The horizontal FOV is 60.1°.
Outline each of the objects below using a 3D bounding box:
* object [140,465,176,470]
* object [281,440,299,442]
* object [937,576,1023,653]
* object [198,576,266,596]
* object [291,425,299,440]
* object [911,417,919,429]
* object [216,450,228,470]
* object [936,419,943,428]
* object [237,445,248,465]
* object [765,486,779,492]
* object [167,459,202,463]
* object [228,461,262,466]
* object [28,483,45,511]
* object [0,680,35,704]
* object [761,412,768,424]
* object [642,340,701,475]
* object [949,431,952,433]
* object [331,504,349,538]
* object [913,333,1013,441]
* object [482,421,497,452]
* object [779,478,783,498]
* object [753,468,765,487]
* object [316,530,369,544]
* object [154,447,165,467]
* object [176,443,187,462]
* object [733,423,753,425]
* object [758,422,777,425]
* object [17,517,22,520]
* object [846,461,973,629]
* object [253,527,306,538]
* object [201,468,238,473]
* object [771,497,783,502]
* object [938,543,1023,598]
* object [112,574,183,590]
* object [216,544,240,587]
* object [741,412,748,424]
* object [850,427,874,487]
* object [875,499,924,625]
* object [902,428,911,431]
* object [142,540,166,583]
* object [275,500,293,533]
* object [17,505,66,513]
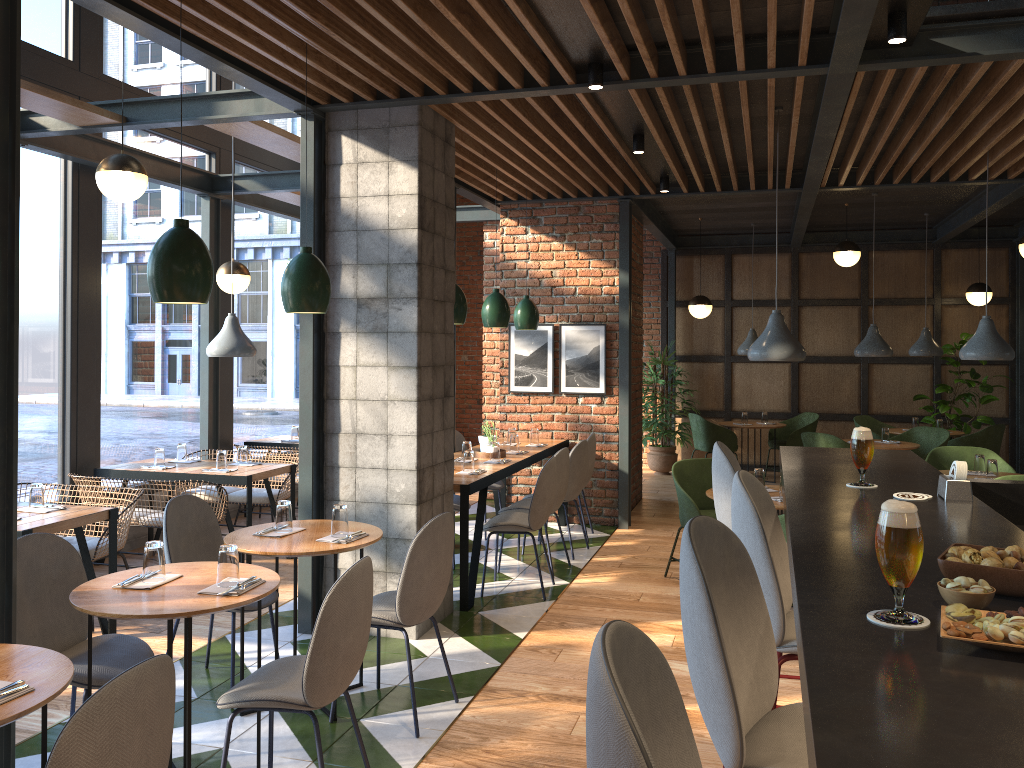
[{"bbox_3d":[-2.600,0.604,6.480,0.242,0.019,0.157,1,2,18],"label":"object"},{"bbox_3d":[-2.061,0.530,8.340,0.242,0.019,0.157,1,2,15],"label":"object"},{"bbox_3d":[0.724,0.342,1.315,0.164,0.052,0.292,1,2,25],"label":"object"},{"bbox_3d":[-0.988,0.709,3.114,0.157,0.019,0.243,1,2,13],"label":"object"},{"bbox_3d":[-2.048,0.463,8.361,0.080,0.138,0.080,0,0,-42],"label":"object"},{"bbox_3d":[4.514,0.444,9.915,0.080,0.138,0.080,0,0,-6],"label":"object"},{"bbox_3d":[-2.082,0.545,6.353,0.080,0.138,0.080,0,0,18],"label":"object"},{"bbox_3d":[4.667,0.454,9.671,0.080,0.138,0.080,0,0,24],"label":"object"},{"bbox_3d":[-2.026,0.533,6.661,0.080,0.138,0.080,0,0,-9],"label":"object"},{"bbox_3d":[1.588,0.673,5.673,0.242,0.019,0.157,0,2,-15],"label":"object"},{"bbox_3d":[-2.513,0.590,6.827,0.242,0.019,0.157,1,2,16],"label":"object"},{"bbox_3d":[-1.999,0.599,6.677,0.242,0.019,0.157,1,2,18],"label":"object"},{"bbox_3d":[-2.569,0.608,4.786,0.080,0.138,0.080,0,0,-9],"label":"object"},{"bbox_3d":[-1.286,0.749,2.110,0.157,0.019,0.243,1,2,20],"label":"object"},{"bbox_3d":[3.050,0.406,10.696,0.080,0.138,0.080,0,0,-5],"label":"object"},{"bbox_3d":[1.905,0.280,11.228,0.978,1.723,0.913,0,0,-19],"label":"object"},{"bbox_3d":[4.659,0.522,9.640,0.242,0.019,0.157,-1,3,-29],"label":"object"},{"bbox_3d":[-0.769,0.609,3.956,0.080,0.138,0.080,0,0,-16],"label":"object"},{"bbox_3d":[5.227,0.296,10.294,1.057,1.795,0.722,0,0,26],"label":"object"},{"bbox_3d":[-0.155,0.413,6.683,0.115,0.282,0.128,0,0,12],"label":"object"},{"bbox_3d":[1.661,0.620,5.370,0.080,0.138,0.080,0,0,-2],"label":"object"},{"bbox_3d":[1.574,0.608,5.645,0.080,0.138,0.080,0,0,-2],"label":"object"},{"bbox_3d":[-0.755,0.676,3.927,0.157,0.019,0.243,1,3,21],"label":"object"},{"bbox_3d":[-2.586,0.537,6.500,0.080,0.138,0.080,0,0,-9],"label":"object"},{"bbox_3d":[-2.539,0.525,6.811,0.080,0.138,0.080,0,0,19],"label":"object"},{"bbox_3d":[2.755,0.475,10.596,0.157,0.019,0.243,-1,2,-18],"label":"object"},{"bbox_3d":[3.078,0.472,10.683,0.157,0.019,0.243,-1,2,-18],"label":"object"},{"bbox_3d":[-2.639,0.686,4.498,0.242,0.019,0.157,1,2,15],"label":"object"},{"bbox_3d":[0.943,0.288,2.000,0.322,0.106,1.510,1,2,19],"label":"object"},{"bbox_3d":[-1.059,0.669,4.067,0.157,0.019,0.243,1,3,21],"label":"object"},{"bbox_3d":[-2.100,0.612,6.334,0.242,0.019,0.157,1,2,15],"label":"object"},{"bbox_3d":[1.655,0.687,5.344,0.242,0.019,0.157,0,2,-15],"label":"object"},{"bbox_3d":[0.849,0.322,1.548,0.168,0.072,0.168,2,2,36],"label":"object"},{"bbox_3d":[-1.310,0.703,3.207,0.157,0.019,0.243,1,2,13],"label":"object"},{"bbox_3d":[-1.006,0.641,3.140,0.080,0.138,0.080,0,0,-34],"label":"object"},{"bbox_3d":[2.781,0.409,10.593,0.080,0.138,0.080,0,0,-5],"label":"object"},{"bbox_3d":[1.070,0.220,2.707,0.070,0.178,0.070,0,0,20],"label":"object"},{"bbox_3d":[0.598,0.271,1.370,0.070,0.183,0.070,0,0,36],"label":"object"},{"bbox_3d":[4.513,0.509,9.941,0.242,0.019,0.157,-1,3,-29],"label":"object"},{"bbox_3d":[-1.289,0.638,3.190,0.080,0.138,0.080,0,0,26],"label":"object"},{"bbox_3d":[-1.042,0.604,4.047,0.080,0.138,0.080,0,0,-6],"label":"object"},{"bbox_3d":[-2.542,0.674,4.802,0.242,0.019,0.157,1,2,18],"label":"object"}]
